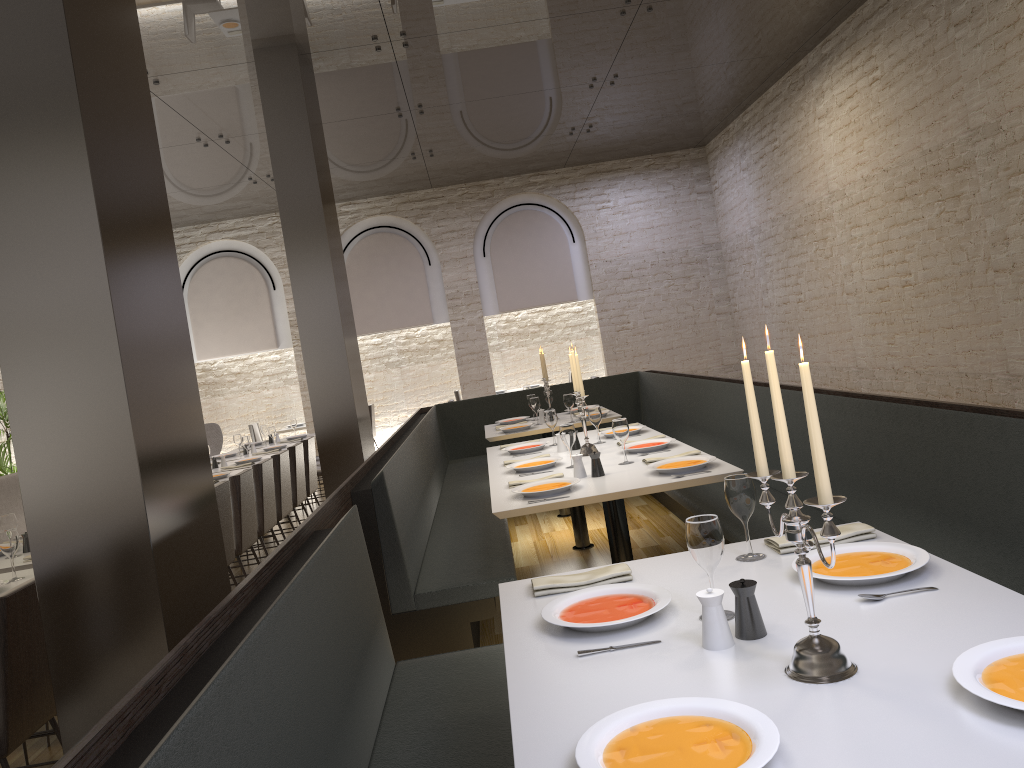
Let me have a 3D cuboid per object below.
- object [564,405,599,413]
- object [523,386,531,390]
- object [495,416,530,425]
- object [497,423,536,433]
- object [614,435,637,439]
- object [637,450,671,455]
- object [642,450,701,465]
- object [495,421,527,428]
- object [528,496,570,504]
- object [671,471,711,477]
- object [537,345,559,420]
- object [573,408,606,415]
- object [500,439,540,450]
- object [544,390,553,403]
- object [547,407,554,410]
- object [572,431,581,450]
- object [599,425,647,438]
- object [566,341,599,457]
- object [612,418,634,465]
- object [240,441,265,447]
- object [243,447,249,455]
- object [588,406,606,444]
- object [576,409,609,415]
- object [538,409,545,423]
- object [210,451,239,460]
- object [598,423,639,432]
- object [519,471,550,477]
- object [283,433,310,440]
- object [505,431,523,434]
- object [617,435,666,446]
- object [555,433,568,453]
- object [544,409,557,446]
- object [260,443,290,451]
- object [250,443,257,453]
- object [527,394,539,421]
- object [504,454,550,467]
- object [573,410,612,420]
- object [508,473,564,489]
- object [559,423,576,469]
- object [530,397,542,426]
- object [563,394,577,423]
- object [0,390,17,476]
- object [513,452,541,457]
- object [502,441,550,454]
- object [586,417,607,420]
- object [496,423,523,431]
[{"bbox_3d":[0.633,0.232,8.003,0.322,0.036,0.321,-12,3,-44],"label":"object"},{"bbox_3d":[0.176,0.137,9.594,0.086,0.231,0.086,-9,0,28],"label":"object"},{"bbox_3d":[0.007,0.335,7.980,0.322,0.036,0.321,-9,2,-6],"label":"object"},{"bbox_3d":[0.036,0.363,7.235,0.322,0.036,0.321,-10,3,-26],"label":"object"},{"bbox_3d":[0.724,0.331,5.581,0.181,0.015,0.038,-9,2,-1],"label":"object"},{"bbox_3d":[0.757,0.363,4.722,0.181,0.015,0.038,-9,2,-1],"label":"object"},{"bbox_3d":[0.798,0.368,4.439,0.273,0.033,0.143,-9,2,-2],"label":"object"},{"bbox_3d":[-0.006,0.358,7.669,0.273,0.033,0.143,-9,2,-2],"label":"object"},{"bbox_3d":[0.160,0.501,3.852,0.185,0.010,0.017,-9,2,-2],"label":"object"},{"bbox_3d":[0.789,0.394,3.899,0.181,0.015,0.038,-9,2,-1],"label":"object"},{"bbox_3d":[0.294,-0.013,7.629,0.131,0.657,0.390,-9,1,9],"label":"object"},{"bbox_3d":[0.673,0.247,7.690,0.273,0.033,0.143,-9,2,-2],"label":"object"},{"bbox_3d":[0.055,0.417,6.094,0.273,0.033,0.143,-9,2,-2],"label":"object"},{"bbox_3d":[0.344,0.177,8.063,0.087,0.231,0.086,-9,0,-32],"label":"object"},{"bbox_3d":[0.335,0.260,7.497,0.068,0.126,0.069,-9,1,40],"label":"object"},{"bbox_3d":[0.383,0.343,5.418,0.069,0.126,0.069,-9,1,-8],"label":"object"},{"bbox_3d":[0.719,0.316,5.768,0.322,0.036,0.321,-9,2,-6],"label":"object"},{"bbox_3d":[0.391,0.081,5.096,0.131,0.657,0.390,-9,1,9],"label":"object"},{"bbox_3d":[0.567,0.294,4.539,0.086,0.231,0.086,-9,1,40],"label":"object"},{"bbox_3d":[-3.109,0.727,10.598,0.320,0.036,0.323,-8,3,35],"label":"object"},{"bbox_3d":[-2.827,0.694,9.400,0.059,0.109,0.059,-9,1,34],"label":"object"},{"bbox_3d":[0.529,0.257,5.536,0.086,0.231,0.086,-9,0,10],"label":"object"},{"bbox_3d":[0.679,0.252,7.535,0.273,0.033,0.143,-9,2,-2],"label":"object"},{"bbox_3d":[0.255,0.272,7.518,0.068,0.126,0.069,-9,1,40],"label":"object"},{"bbox_3d":[-3.065,0.770,9.458,0.320,0.036,0.323,-8,3,35],"label":"object"},{"bbox_3d":[0.733,0.305,6.120,0.273,0.033,0.143,-9,2,-2],"label":"object"},{"bbox_3d":[0.128,0.470,4.675,0.185,0.010,0.017,-9,2,-2],"label":"object"},{"bbox_3d":[-2.578,0.640,10.617,0.320,0.036,0.323,-8,3,35],"label":"object"},{"bbox_3d":[0.037,0.382,7.029,0.185,0.010,0.017,-9,2,-2],"label":"object"},{"bbox_3d":[0.766,0.337,5.262,0.273,0.033,0.143,-9,2,-2],"label":"object"},{"bbox_3d":[0.301,0.356,5.418,0.069,0.126,0.069,-9,1,-8],"label":"object"},{"bbox_3d":[0.265,0.287,5.813,0.086,0.231,0.086,-9,0,10],"label":"object"},{"bbox_3d":[-2.535,0.683,9.477,0.320,0.036,0.323,-8,3,35],"label":"object"},{"bbox_3d":[-2.760,0.681,9.448,0.059,0.109,0.059,-9,1,34],"label":"object"},{"bbox_3d":[0.186,0.211,7.869,0.086,0.231,0.087,-9,0,34],"label":"object"},{"bbox_3d":[0.088,0.449,5.235,0.273,0.033,0.143,-9,2,-2],"label":"object"},{"bbox_3d":[0.662,0.260,7.257,0.322,0.036,0.321,-10,3,-26],"label":"object"},{"bbox_3d":[0.119,0.479,4.412,0.273,0.033,0.143,-9,2,-2],"label":"object"},{"bbox_3d":[0.307,0.328,4.714,0.086,0.231,0.086,-9,0,-2],"label":"object"},{"bbox_3d":[0.203,0.228,7.415,0.086,0.231,0.087,-9,0,34],"label":"object"},{"bbox_3d":[0.467,0.197,7.138,0.086,0.231,0.087,-9,0,34],"label":"object"},{"bbox_3d":[-4.259,0.840,7.628,1.184,1.974,1.149,-9,1,39],"label":"object"},{"bbox_3d":[0.095,0.438,5.533,0.185,0.010,0.017,-9,2,-2],"label":"object"},{"bbox_3d":[0.093,0.418,5.745,0.322,0.036,0.321,-9,2,-6],"label":"object"},{"bbox_3d":[0.667,0.275,7.076,0.181,0.015,0.038,-9,2,-1],"label":"object"},{"bbox_3d":[0.000,0.364,7.515,0.273,0.033,0.143,-9,2,-2],"label":"object"}]
